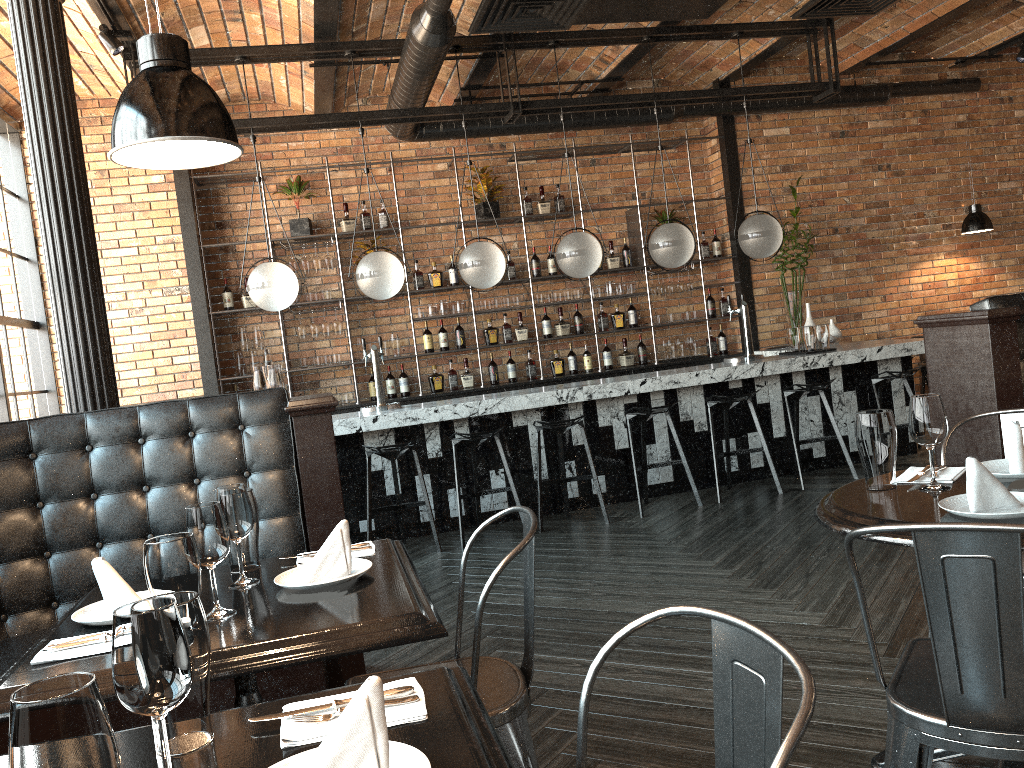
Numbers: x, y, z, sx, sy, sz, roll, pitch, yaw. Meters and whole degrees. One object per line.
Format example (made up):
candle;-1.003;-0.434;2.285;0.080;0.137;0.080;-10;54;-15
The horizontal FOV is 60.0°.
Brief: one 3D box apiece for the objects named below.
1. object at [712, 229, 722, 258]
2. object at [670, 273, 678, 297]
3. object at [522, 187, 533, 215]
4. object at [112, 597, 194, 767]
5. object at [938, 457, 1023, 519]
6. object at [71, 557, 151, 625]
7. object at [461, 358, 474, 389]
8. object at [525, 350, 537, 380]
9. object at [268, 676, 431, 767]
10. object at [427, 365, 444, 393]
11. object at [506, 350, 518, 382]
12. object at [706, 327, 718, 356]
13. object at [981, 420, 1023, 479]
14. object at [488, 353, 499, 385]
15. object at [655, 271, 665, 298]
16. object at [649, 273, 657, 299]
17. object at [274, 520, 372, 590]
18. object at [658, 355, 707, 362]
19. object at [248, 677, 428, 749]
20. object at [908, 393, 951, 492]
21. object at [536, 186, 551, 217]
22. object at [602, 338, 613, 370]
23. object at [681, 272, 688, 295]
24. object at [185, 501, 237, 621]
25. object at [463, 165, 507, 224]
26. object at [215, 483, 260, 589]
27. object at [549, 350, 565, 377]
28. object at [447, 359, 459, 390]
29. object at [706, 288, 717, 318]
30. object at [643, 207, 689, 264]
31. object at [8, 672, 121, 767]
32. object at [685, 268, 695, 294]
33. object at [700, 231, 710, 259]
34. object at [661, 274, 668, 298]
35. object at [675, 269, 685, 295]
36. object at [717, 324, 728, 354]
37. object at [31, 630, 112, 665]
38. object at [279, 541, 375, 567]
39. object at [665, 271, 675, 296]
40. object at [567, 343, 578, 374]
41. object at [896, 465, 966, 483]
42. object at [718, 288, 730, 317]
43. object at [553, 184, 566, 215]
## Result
object;2.011;-1.378;8.730;0.086;0.298;0.086;-5;4;42
object;1.574;-0.982;8.688;0.092;0.244;0.092;-6;3;27
object;0.140;-1.696;8.281;0.083;0.282;0.083;-8;3;-12
object;-0.434;0.392;1.089;0.092;0.244;0.092;-5;3;38
object;1.081;0.222;1.991;0.232;0.139;0.232;-5;3;32
object;-0.888;0.463;2.032;0.232;0.139;0.232;-8;3;-18
object;-0.412;-0.100;8.175;0.123;0.279;0.123;-7;3;1
object;0.173;-0.182;8.317;0.083;0.282;0.083;-8;3;-27
object;-0.215;0.426;1.034;0.232;0.139;0.232;-8;3;-15
object;-0.697;-0.047;8.127;0.151;0.248;0.094;-8;3;-23
object;-0.007;-0.166;8.286;0.086;0.298;0.086;-5;3;37
object;1.956;-0.419;8.708;0.083;0.282;0.083;-8;3;-27
object;1.341;0.174;2.352;0.232;0.139;0.232;-9;4;-42
object;-0.175;-0.142;8.215;0.086;0.297;0.086;-6;3;22
object;1.407;-0.952;8.483;0.092;0.244;0.092;-6;3;27
object;1.372;-0.955;8.644;0.092;0.244;0.092;-6;3;27
object;-0.456;0.405;2.120;0.232;0.139;0.232;-8;3;-15
object;1.652;-0.243;8.588;0.437;0.019;0.273;-8;3;-12
object;-0.254;0.475;1.290;0.255;0.019;0.157;-8;3;-12
object;1.077;0.150;2.286;0.092;0.244;0.092;-8;3;-13
object;0.291;-1.714;8.316;0.123;0.279;0.123;-7;3;-9
object;0.911;-0.289;8.487;0.086;0.298;0.086;-5;3;37
object;1.675;-0.996;8.710;0.092;0.244;0.092;-6;3;27
object;-0.651;0.380;1.913;0.092;0.244;0.092;-5;3;38
object;-0.260;-1.767;8.228;0.425;0.526;0.430;-7;3;-10
object;-0.675;0.371;2.175;0.092;0.244;0.092;-5;3;38
object;0.428;-0.197;8.373;0.151;0.248;0.094;-7;3;-3
object;-0.550;-0.085;8.159;0.083;0.282;0.083;-8;3;-12
object;1.949;-0.793;8.703;0.086;0.299;0.086;-5;3;37
object;1.509;-1.438;8.554;0.374;0.560;0.398;-9;3;-40
object;-0.410;0.401;0.827;0.092;0.244;0.092;-6;3;27
object;1.710;-0.993;8.549;0.092;0.244;0.092;-6;3;27
object;1.882;-1.351;8.674;0.083;0.282;0.083;-7;3;3
object;1.478;-0.970;8.667;0.092;0.244;0.092;-6;3;27
object;1.610;-0.979;8.527;0.092;0.244;0.092;-6;3;27
object;2.073;-0.443;8.748;0.086;0.298;0.086;-5;3;37
object;-0.832;0.521;1.817;0.255;0.019;0.157;-8;3;-12
object;-0.494;0.454;2.376;0.255;0.019;0.157;-8;3;-12
object;1.514;-0.966;8.506;0.092;0.244;0.092;-6;3;27
object;0.571;-0.242;8.418;0.086;0.298;0.086;-5;3;37
object;1.146;0.249;2.443;0.157;0.019;0.255;-5;3;38
object;2.083;-0.802;8.729;0.083;0.282;0.083;-7;3;-2
object;0.444;-1.737;8.348;0.083;0.282;0.083;-8;3;-27
